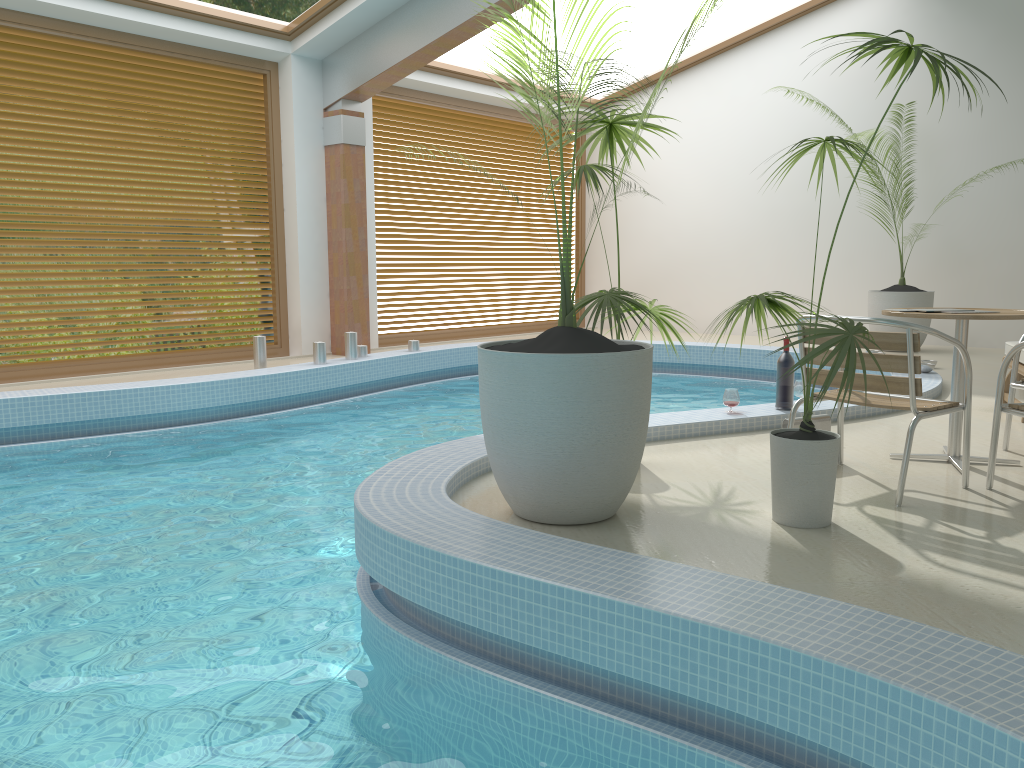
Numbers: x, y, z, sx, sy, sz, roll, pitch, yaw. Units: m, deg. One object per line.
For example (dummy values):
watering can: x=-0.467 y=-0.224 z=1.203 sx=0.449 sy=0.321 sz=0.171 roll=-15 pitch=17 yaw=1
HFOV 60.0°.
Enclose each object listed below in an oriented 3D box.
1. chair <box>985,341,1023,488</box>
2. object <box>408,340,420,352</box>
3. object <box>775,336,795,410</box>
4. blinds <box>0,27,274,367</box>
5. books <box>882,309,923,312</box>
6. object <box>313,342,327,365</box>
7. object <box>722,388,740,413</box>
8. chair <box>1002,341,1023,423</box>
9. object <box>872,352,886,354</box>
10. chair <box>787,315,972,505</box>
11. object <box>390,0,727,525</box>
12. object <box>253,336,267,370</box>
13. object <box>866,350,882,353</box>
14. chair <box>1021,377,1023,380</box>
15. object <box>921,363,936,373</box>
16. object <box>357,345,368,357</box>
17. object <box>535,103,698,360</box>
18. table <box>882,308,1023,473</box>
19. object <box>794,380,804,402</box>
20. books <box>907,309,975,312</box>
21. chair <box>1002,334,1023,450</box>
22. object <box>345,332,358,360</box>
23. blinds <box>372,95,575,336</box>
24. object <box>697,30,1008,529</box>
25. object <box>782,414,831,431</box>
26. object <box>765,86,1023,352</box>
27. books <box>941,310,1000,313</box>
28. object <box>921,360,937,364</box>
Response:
chair: x=2.328 y=0.097 z=3.504 sx=0.618 sy=0.727 sz=0.563 roll=-1 pitch=8 yaw=-7
object: x=-1.005 y=-0.391 z=9.078 sx=0.115 sy=0.107 sz=0.115 roll=0 pitch=8 yaw=-1
object: x=1.631 y=-0.066 z=5.288 sx=0.109 sy=0.435 sz=0.109 roll=-2 pitch=8 yaw=-14
blinds: x=-3.872 y=-1.576 z=7.915 sx=0.095 sy=2.921 sz=4.200 roll=6 pitch=10 yaw=40
books: x=1.904 y=-0.350 z=4.210 sx=0.241 sy=0.004 sz=0.166 roll=-1 pitch=8 yaw=-8
object: x=-1.717 y=-0.276 z=7.920 sx=0.115 sy=0.194 sz=0.115 roll=-2 pitch=8 yaw=-9
object: x=1.290 y=0.098 z=5.219 sx=0.102 sy=0.137 sz=0.102 roll=-7 pitch=10 yaw=-40
chair: x=4.041 y=-0.208 z=5.236 sx=1.903 sy=0.866 sz=0.861 roll=2 pitch=8 yaw=19
object: x=3.274 y=-0.246 z=7.954 sx=0.140 sy=0.069 sz=0.140 roll=1 pitch=8 yaw=10
chair: x=1.561 y=0.062 z=3.805 sx=0.563 sy=0.727 sz=0.618 roll=-6 pitch=10 yaw=-37
object: x=0.296 y=-1.000 z=3.393 sx=2.729 sy=2.960 sz=2.979 roll=-5 pitch=9 yaw=-32
object: x=-2.288 y=-0.273 z=8.053 sx=0.115 sy=0.320 sz=0.115 roll=0 pitch=8 yaw=-1
object: x=3.315 y=-0.270 z=8.131 sx=0.140 sy=0.069 sz=0.140 roll=1 pitch=8 yaw=10
chair: x=5.041 y=-0.411 z=6.704 sx=1.903 sy=0.866 sz=0.861 roll=0 pitch=8 yaw=3
object: x=3.285 y=-0.124 z=7.044 sx=0.140 sy=0.069 sz=0.140 roll=1 pitch=8 yaw=10
object: x=-1.448 y=-0.315 z=8.530 sx=0.115 sy=0.107 sz=0.115 roll=0 pitch=8 yaw=-1
object: x=0.467 y=-0.471 z=4.238 sx=0.791 sy=1.695 sz=1.059 roll=4 pitch=9 yaw=27
table: x=2.111 y=0.016 z=4.198 sx=0.700 sy=0.720 sz=0.700 roll=-5 pitch=9 yaw=-30
object: x=1.819 y=0.046 z=5.579 sx=0.102 sy=0.137 sz=0.102 roll=-7 pitch=10 yaw=-40
books: x=1.992 y=-0.345 z=4.134 sx=0.241 sy=0.004 sz=0.166 roll=-1 pitch=8 yaw=-8
chair: x=2.799 y=-0.003 z=4.235 sx=0.563 sy=0.727 sz=0.618 roll=-3 pitch=8 yaw=-17
object: x=-1.503 y=-0.357 z=8.290 sx=0.115 sy=0.254 sz=0.115 roll=-2 pitch=8 yaw=-9
blinds: x=-0.501 y=-2.119 z=11.822 sx=0.095 sy=2.921 sz=4.414 roll=6 pitch=10 yaw=40
object: x=1.152 y=-0.329 z=3.146 sx=0.791 sy=1.695 sz=1.059 roll=-2 pitch=8 yaw=-14
object: x=1.399 y=0.264 z=4.249 sx=0.272 sy=0.223 sz=0.081 roll=-5 pitch=9 yaw=-29
object: x=4.263 y=-1.813 z=9.290 sx=2.979 sy=2.960 sz=2.729 roll=0 pitch=8 yaw=5
books: x=2.073 y=-0.332 z=4.066 sx=0.241 sy=0.004 sz=0.166 roll=-1 pitch=8 yaw=-8
object: x=3.767 y=-0.177 z=8.017 sx=0.140 sy=0.069 sz=0.140 roll=1 pitch=8 yaw=10
